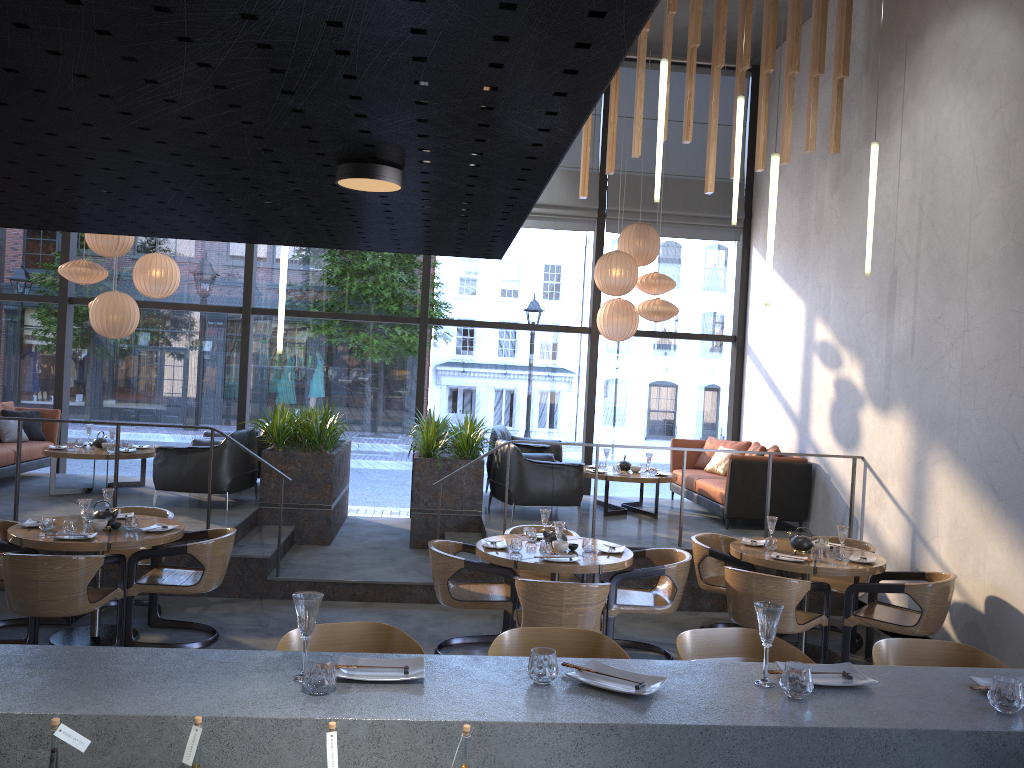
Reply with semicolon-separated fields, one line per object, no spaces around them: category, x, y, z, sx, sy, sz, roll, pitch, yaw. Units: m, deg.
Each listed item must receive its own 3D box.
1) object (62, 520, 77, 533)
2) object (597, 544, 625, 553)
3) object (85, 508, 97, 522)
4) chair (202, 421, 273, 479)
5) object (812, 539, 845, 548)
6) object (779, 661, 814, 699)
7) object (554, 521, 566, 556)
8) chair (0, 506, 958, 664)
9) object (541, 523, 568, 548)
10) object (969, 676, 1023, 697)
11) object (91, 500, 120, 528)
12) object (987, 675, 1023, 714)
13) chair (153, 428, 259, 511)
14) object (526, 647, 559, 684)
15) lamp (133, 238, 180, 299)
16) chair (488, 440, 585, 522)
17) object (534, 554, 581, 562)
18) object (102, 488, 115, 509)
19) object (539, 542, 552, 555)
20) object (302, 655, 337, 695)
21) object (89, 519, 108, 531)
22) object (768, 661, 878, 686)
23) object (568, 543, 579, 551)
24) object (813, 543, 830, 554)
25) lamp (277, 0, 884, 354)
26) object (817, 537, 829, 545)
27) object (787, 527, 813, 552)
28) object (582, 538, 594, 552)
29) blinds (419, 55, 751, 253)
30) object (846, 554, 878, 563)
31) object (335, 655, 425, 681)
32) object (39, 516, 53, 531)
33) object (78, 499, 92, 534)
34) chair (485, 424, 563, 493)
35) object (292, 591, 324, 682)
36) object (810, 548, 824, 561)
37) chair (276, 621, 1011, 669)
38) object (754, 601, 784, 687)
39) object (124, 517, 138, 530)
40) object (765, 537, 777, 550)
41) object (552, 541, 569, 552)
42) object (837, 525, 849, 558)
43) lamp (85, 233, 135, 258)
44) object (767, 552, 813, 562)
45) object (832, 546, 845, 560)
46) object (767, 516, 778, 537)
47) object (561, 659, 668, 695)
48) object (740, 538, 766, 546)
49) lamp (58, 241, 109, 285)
object;-2.896;0.938;5.809;0.086;0.086;0.086;3;1;20
object;0.687;1.155;6.169;0.170;0.025;0.294;3;1;14
object;-2.983;0.929;6.279;0.086;0.086;0.086;3;1;-19
chair;-3.065;0.774;9.866;0.833;0.743;1.030;3;1;-20
object;2.440;1.240;6.846;0.170;0.025;0.294;3;1;-35
object;0.786;0.819;2.447;0.086;0.086;0.086;3;1;-5
object;0.312;1.035;5.924;0.082;0.227;0.082;3;1;-36
chair;-1.801;1.423;4.905;9.749;0.759;4.352;3;1;-4
object;0.309;1.056;6.226;0.168;0.179;0.163;3;1;33
object;1.460;0.884;2.568;0.294;0.025;0.170;3;1;-12
object;-2.812;0.893;6.118;0.163;0.179;0.168;3;1;-41
object;1.348;0.849;2.418;0.086;0.086;0.086;3;1;16
chair;-2.956;0.792;8.688;0.833;0.743;1.030;3;1;2
object;0.085;0.782;2.456;0.086;0.086;0.086;3;1;-30
lamp;-2.360;-2.366;6.390;0.468;3.124;6.999;3;1;-24
chair;0.229;0.957;8.979;0.833;0.743;1.030;3;1;-20
object;0.289;1.137;5.778;0.294;0.025;0.170;3;1;-8
object;-2.884;0.863;6.323;0.082;0.227;0.082;3;1;28
object;0.224;1.102;5.914;0.086;0.086;0.086;3;1;20
object;-0.497;0.753;2.292;0.086;0.086;0.086;3;1;-5
object;-2.788;0.953;5.975;0.116;0.065;0.116;2;1;-43
object;0.894;0.854;2.603;0.294;0.025;0.170;3;1;-7
object;0.421;1.132;6.145;0.080;0.042;0.080;3;1;-41
object;2.275;1.215;6.518;0.116;0.065;0.116;3;1;20
lamp;-1.005;-5.239;2.271;8.975;10.231;8.774;3;1;-7
object;2.354;1.206;6.708;0.086;0.086;0.086;3;1;-11
object;2.150;1.150;6.591;0.168;0.179;0.163;3;1;-1
object;0.528;1.115;6.145;0.086;0.086;0.086;3;1;-3
blinds;-5.963;-3.187;6.704;8.760;2.314;17.610;3;1;38
object;2.475;1.248;6.288;0.170;0.025;0.294;3;1;33
object;-0.389;0.788;2.447;0.294;0.025;0.170;3;1;-7
object;-3.092;0.927;5.887;0.086;0.086;0.086;3;1;20
object;-2.808;0.872;5.819;0.082;0.227;0.082;3;1;-36
chair;0.144;0.863;10.201;0.833;0.743;1.030;3;1;9
object;-0.554;0.678;2.382;0.082;0.227;0.082;3;1;29
object;2.143;1.200;6.229;0.086;0.086;0.086;3;1;-33
chair;1.607;1.494;1.251;2.787;1.047;5.395;3;1;-28
object;0.729;0.744;2.537;0.082;0.227;0.082;3;1;29
object;-2.593;0.952;6.040;0.086;0.086;0.086;4;1;42
object;1.919;1.185;6.569;0.086;0.086;0.086;3;1;18
object;0.332;1.117;6.080;0.116;0.065;0.116;3;1;-26
object;2.381;1.140;6.397;0.082;0.227;0.082;3;1;17
lamp;-4.075;-2.485;9.088;0.465;2.374;0.465;3;1;18
object;1.955;1.221;6.204;0.294;0.025;0.170;3;1;33
object;2.330;1.209;6.327;0.086;0.086;0.086;3;1;-29
object;1.951;1.114;6.670;0.082;0.227;0.082;3;1;-33
object;0.269;0.822;2.484;0.294;0.025;0.170;3;1;32
object;1.830;1.209;6.738;0.170;0.025;0.294;3;1;20
lamp;-4.330;-2.150;9.057;0.467;2.271;0.467;3;1;-42
